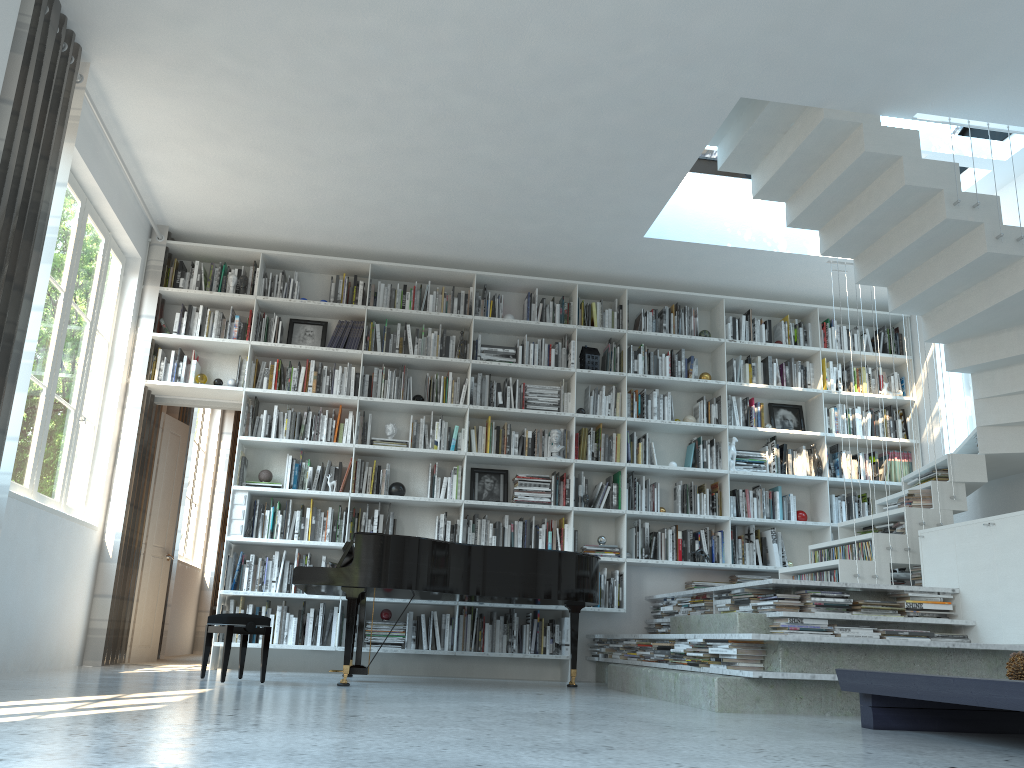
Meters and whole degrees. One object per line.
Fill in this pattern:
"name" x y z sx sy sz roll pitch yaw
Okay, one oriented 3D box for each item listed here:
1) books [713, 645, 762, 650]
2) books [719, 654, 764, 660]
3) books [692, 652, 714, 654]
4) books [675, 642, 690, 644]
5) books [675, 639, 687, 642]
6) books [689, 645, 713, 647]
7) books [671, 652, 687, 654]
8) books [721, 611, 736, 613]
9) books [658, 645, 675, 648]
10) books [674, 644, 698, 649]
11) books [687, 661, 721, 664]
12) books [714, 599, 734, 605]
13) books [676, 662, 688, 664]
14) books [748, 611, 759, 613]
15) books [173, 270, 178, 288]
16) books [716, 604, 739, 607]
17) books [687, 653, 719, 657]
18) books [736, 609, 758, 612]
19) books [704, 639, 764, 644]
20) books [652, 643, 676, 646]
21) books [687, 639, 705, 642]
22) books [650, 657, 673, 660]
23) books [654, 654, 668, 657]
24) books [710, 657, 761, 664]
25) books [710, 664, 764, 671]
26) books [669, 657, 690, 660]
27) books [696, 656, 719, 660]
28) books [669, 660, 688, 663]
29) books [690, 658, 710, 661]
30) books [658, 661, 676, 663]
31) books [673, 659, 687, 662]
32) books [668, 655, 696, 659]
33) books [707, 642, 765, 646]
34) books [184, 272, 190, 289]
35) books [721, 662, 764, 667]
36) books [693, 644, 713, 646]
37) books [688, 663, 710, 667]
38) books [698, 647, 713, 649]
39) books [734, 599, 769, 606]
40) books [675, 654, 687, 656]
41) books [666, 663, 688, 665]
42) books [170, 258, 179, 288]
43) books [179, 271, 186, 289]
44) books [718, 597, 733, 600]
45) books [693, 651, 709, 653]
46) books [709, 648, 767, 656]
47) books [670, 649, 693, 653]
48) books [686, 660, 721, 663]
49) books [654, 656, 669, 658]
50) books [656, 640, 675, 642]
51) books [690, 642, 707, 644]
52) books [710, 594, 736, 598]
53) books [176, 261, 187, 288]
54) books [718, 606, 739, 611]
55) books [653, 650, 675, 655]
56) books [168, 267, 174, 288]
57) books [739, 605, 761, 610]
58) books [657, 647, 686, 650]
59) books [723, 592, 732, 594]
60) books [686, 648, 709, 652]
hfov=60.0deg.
"books" 1.088 1.273 4.290 0.165 0.015 0.243 4 -16 -4
"books" 1.106 1.317 4.281 0.137 0.019 0.225 4 -16 -7
"books" 1.044 1.389 4.572 0.150 0.004 0.291 4 -16 -4
"books" 1.002 1.425 4.872 0.139 0.013 0.289 3 -16 -3
"books" 1.002 1.412 4.876 0.157 0.014 0.216 4 -16 -6
"books" 1.043 1.358 4.580 0.175 0.006 0.252 5 -16 -8
"books" 0.989 1.476 4.856 0.171 0.007 0.261 4 -16 -5
"books" 1.421 1.431 5.551 0.136 0.013 0.259 5 -16 -8
"books" 0.958 1.529 5.158 0.150 0.008 0.218 5 -16 -9
"books" 1.003 1.445 4.867 0.141 0.028 0.223 6 -17 -13
"books" 1.034 1.434 4.558 0.178 0.009 0.277 5 -16 -10
"books" 1.400 1.372 5.563 0.174 0.029 0.251 5 -16 -10
"books" 0.996 1.527 4.843 0.147 0.008 0.237 3 -16 -3
"books" 1.456 1.359 5.254 0.142 0.020 0.231 3 -16 -3
"books" -2.613 -0.768 6.922 0.024 0.194 0.167 5 -16 -8
"books" 1.394 1.392 5.557 0.178 0.015 0.188 3 -16 -3
"books" 1.031 1.397 4.568 0.191 0.015 0.247 4 -16 -7
"books" 1.452 1.346 5.257 0.154 0.007 0.293 4 -16 -5
"books" 1.075 1.248 4.295 0.192 0.014 0.257 6 -17 -12
"books" 0.943 1.517 5.159 0.170 0.014 0.281 6 -17 -11
"books" 1.034 1.329 4.587 0.182 0.016 0.257 4 -16 -5
"books" 0.930 1.595 5.136 0.189 0.009 0.291 4 -16 -5
"books" 0.940 1.578 5.142 0.177 0.011 0.221 4 -16 -6
"books" 1.074 1.331 4.272 0.187 0.017 0.206 3 -16 -3
"books" 1.079 1.362 4.265 0.184 0.017 0.231 4 -16 -6
"books" 0.988 1.505 4.848 0.180 0.008 0.268 5 -16 -9
"books" 1.051 1.413 4.567 0.154 0.014 0.197 5 -16 -8
"books" 0.992 1.520 4.845 0.171 0.005 0.298 5 -16 -9
"books" 1.043 1.422 4.563 0.170 0.006 0.269 5 -16 -8
"books" 0.950 1.613 5.134 0.142 0.012 0.292 4 -16 -4
"books" 0.994 1.514 4.847 0.159 0.009 0.276 4 -16 -5
"books" 0.983 1.495 4.850 0.189 0.013 0.215 5 -16 -10
"books" 1.082 1.260 4.293 0.176 0.010 0.267 6 -17 -12
"books" -2.537 -0.756 6.953 0.031 0.195 0.145 5 -16 -8
"books" 1.109 1.350 4.273 0.132 0.014 0.206 5 -16 -8
"books" 1.054 1.352 4.584 0.133 0.008 0.285 6 -17 -12
"books" 1.023 1.445 4.553 0.191 0.016 0.209 3 -16 -3
"books" 1.056 1.366 4.580 0.133 0.009 0.210 4 -16 -4
"books" 1.450 1.302 5.269 0.177 0.026 0.231 5 -16 -8
"books" 1.006 1.486 4.856 0.145 0.010 0.267 5 -16 -9
"books" 0.976 1.532 4.839 0.193 0.005 0.225 6 -17 -12
"books" -2.630 -0.814 6.928 0.014 0.285 0.175 5 -16 -8
"books" -2.562 -0.761 6.924 0.028 0.186 0.182 5 -16 -8
"books" 1.411 1.350 5.571 0.145 0.017 0.209 6 -17 -13
"books" 1.054 1.385 4.575 0.131 0.007 0.292 6 -17 -12
"books" 1.087 1.293 4.285 0.156 0.027 0.288 6 -17 -13
"books" 0.987 1.465 4.859 0.180 0.016 0.183 6 -17 -11
"books" 1.027 1.426 4.559 0.191 0.006 0.276 4 -16 -6
"books" 0.949 1.588 5.141 0.147 0.008 0.291 6 -17 -12
"books" 0.954 1.501 5.165 0.160 0.008 0.239 4 -16 -7
"books" 1.034 1.341 4.583 0.178 0.010 0.196 3 -16 -3
"books" 1.389 1.334 5.572 0.192 0.014 0.257 6 -17 -12
"books" -2.586 -0.803 6.930 0.025 0.268 0.177 5 -16 -8
"books" 1.405 1.412 5.553 0.167 0.024 0.193 4 -16 -7
"books" 0.943 1.561 5.147 0.160 0.025 0.244 6 -17 -13
"books" -2.651 -0.783 6.926 0.023 0.222 0.151 5 -16 -8
"books" 1.459 1.329 5.263 0.155 0.028 0.190 4 -16 -7
"books" 0.955 1.541 5.155 0.142 0.017 0.240 6 -17 -12
"books" 1.419 1.323 5.580 0.134 0.014 0.182 3 -16 -3
"books" 1.034 1.374 4.574 0.168 0.013 0.282 6 -17 -13
